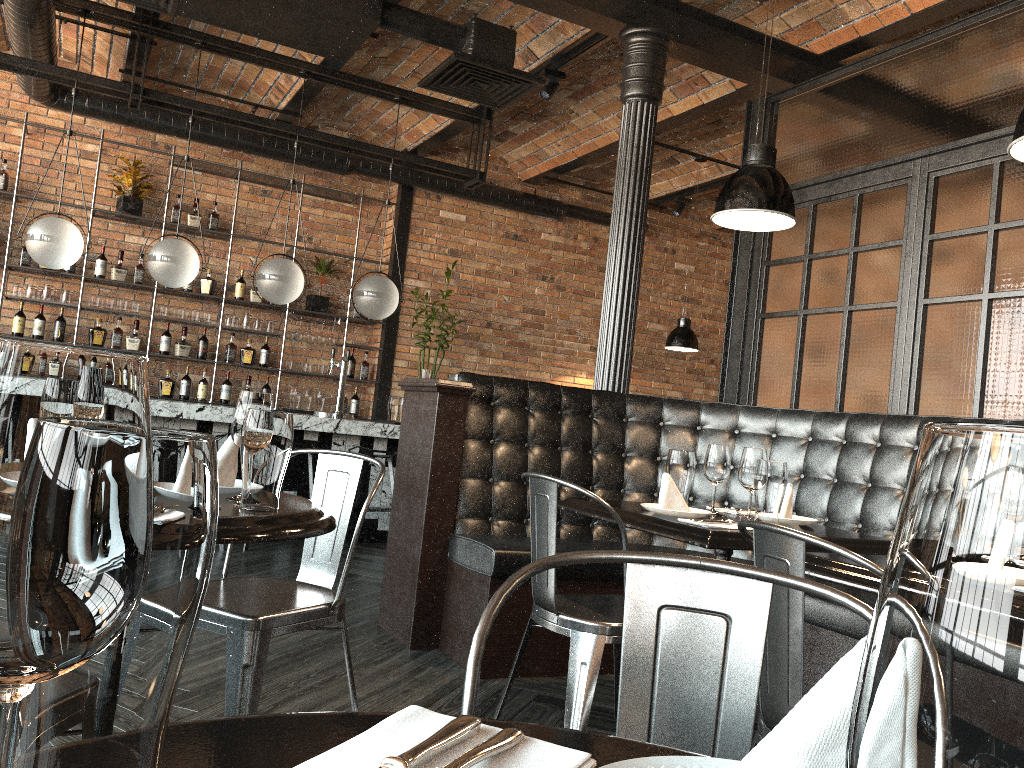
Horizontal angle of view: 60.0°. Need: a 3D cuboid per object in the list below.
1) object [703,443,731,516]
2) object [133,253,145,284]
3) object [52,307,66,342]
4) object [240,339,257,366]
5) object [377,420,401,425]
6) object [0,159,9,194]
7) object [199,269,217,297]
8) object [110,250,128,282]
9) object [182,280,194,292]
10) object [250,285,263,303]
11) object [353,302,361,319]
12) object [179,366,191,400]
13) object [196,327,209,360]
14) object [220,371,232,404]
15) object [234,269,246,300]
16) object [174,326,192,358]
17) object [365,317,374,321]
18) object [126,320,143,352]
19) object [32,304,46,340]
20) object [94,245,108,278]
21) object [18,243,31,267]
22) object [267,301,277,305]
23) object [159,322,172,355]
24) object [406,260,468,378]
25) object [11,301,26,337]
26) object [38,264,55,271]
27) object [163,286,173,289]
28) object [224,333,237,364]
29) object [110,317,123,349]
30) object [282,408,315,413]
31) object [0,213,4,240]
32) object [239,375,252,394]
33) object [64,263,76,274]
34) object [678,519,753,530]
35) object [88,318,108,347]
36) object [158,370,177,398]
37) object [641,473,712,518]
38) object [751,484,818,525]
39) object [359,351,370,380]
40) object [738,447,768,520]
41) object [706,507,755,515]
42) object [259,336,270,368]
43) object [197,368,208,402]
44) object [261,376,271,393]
[{"bbox_3d":[0.705,0.331,3.070,0.092,0.244,0.092,7,-3,-10],"label":"object"},{"bbox_3d":[-3.221,-0.988,7.673,0.083,0.282,0.083,8,-3,-26],"label":"object"},{"bbox_3d":[-3.772,-0.494,7.405,0.086,0.297,0.086,5,-3,22],"label":"object"},{"bbox_3d":[-2.406,-0.286,8.087,0.151,0.248,0.094,7,-3,-18],"label":"object"},{"bbox_3d":[-0.865,0.310,6.955,0.273,0.019,0.437,8,-3,-26],"label":"object"},{"bbox_3d":[-4.141,-1.687,7.206,0.083,0.282,0.083,7,-3,-11],"label":"object"},{"bbox_3d":[-2.717,-0.903,7.927,0.151,0.248,0.094,6,-3,2],"label":"object"},{"bbox_3d":[-3.358,-1.004,7.589,0.123,0.279,0.123,8,-3,-38],"label":"object"},{"bbox_3d":[-2.870,-0.948,7.885,0.086,0.298,0.086,5,-3,22],"label":"object"},{"bbox_3d":[-2.327,-0.867,8.108,0.123,0.279,0.123,7,-3,-18],"label":"object"},{"bbox_3d":[-1.482,-0.757,8.548,0.083,0.282,0.083,7,-3,-11],"label":"object"},{"bbox_3d":[-2.891,-0.009,7.863,0.086,0.298,0.086,5,-3,22],"label":"object"},{"bbox_3d":[-2.756,-0.360,7.916,0.086,0.299,0.086,5,-3,22],"label":"object"},{"bbox_3d":[-2.577,0.031,8.013,0.086,0.298,0.086,5,-3,22],"label":"object"},{"bbox_3d":[-2.465,-0.894,8.060,0.086,0.299,0.086,5,-3,22],"label":"object"},{"bbox_3d":[-2.900,-0.368,7.824,0.123,0.279,0.123,8,-3,-38],"label":"object"},{"bbox_3d":[-1.369,-0.749,8.635,0.086,0.298,0.086,5,-3,27],"label":"object"},{"bbox_3d":[-3.250,-0.415,7.649,0.123,0.279,0.123,7,-3,-13],"label":"object"},{"bbox_3d":[-3.919,-0.512,7.362,0.086,0.298,0.086,5,-3,22],"label":"object"},{"bbox_3d":[-3.492,-1.031,7.546,0.086,0.298,0.086,5,-3,22],"label":"object"},{"bbox_3d":[-3.992,-1.090,7.286,0.083,0.282,0.083,9,-4,-41],"label":"object"},{"bbox_3d":[-2.200,-0.860,8.190,0.086,0.297,0.086,5,-3,22],"label":"object"},{"bbox_3d":[-3.033,-0.396,7.781,0.086,0.298,0.086,5,-3,22],"label":"object"},{"bbox_3d":[-0.728,-0.382,8.311,0.584,1.546,0.673,6,-3,12],"label":"object"},{"bbox_3d":[-4.037,-0.528,7.275,0.086,0.299,0.086,5,-3,22],"label":"object"},{"bbox_3d":[-3.851,-1.053,7.356,0.151,0.248,0.094,7,-3,-23],"label":"object"},{"bbox_3d":[-3.003,-0.967,7.787,0.086,0.299,0.086,5,-3,22],"label":"object"},{"bbox_3d":[-2.540,-0.322,8.020,0.083,0.282,0.083,9,-4,-41],"label":"object"},{"bbox_3d":[-3.379,-0.434,7.599,0.083,0.282,0.083,8,-3,-26],"label":"object"},{"bbox_3d":[-1.914,0.257,8.278,0.437,0.019,0.273,8,-3,-26],"label":"object"},{"bbox_3d":[-4.306,-1.254,7.096,0.430,0.526,0.425,7,-3,-14],"label":"object"},{"bbox_3d":[-2.408,0.063,8.075,0.123,0.279,0.123,8,-3,-38],"label":"object"},{"bbox_3d":[-3.702,-1.058,7.447,0.086,0.298,0.086,5,-3,22],"label":"object"},{"bbox_3d":[0.644,0.420,2.681,0.255,0.019,0.157,8,-3,-26],"label":"object"},{"bbox_3d":[-3.517,-0.434,7.529,0.151,0.248,0.094,8,-3,-38],"label":"object"},{"bbox_3d":[-3.024,-0.002,7.780,0.151,0.248,0.094,7,-3,-18],"label":"object"},{"bbox_3d":[0.544,0.365,2.918,0.232,0.139,0.232,5,-3,22],"label":"object"},{"bbox_3d":[0.955,0.419,3.108,0.232,0.139,0.232,5,-3,21],"label":"object"},{"bbox_3d":[-1.424,-0.174,8.582,0.083,0.282,0.083,7,-3,-16],"label":"object"},{"bbox_3d":[0.755,0.323,2.793,0.092,0.244,0.092,9,-4,-43],"label":"object"},{"bbox_3d":[0.836,0.470,3.305,0.255,0.019,0.157,8,-3,-31],"label":"object"},{"bbox_3d":[-2.273,-0.293,8.170,0.086,0.298,0.086,5,-3,22],"label":"object"},{"bbox_3d":[-2.755,0.009,7.915,0.080,0.299,0.080,7,-3,-24],"label":"object"},{"bbox_3d":[-2.264,0.072,8.166,0.086,0.299,0.086,5,-3,22],"label":"object"}]
